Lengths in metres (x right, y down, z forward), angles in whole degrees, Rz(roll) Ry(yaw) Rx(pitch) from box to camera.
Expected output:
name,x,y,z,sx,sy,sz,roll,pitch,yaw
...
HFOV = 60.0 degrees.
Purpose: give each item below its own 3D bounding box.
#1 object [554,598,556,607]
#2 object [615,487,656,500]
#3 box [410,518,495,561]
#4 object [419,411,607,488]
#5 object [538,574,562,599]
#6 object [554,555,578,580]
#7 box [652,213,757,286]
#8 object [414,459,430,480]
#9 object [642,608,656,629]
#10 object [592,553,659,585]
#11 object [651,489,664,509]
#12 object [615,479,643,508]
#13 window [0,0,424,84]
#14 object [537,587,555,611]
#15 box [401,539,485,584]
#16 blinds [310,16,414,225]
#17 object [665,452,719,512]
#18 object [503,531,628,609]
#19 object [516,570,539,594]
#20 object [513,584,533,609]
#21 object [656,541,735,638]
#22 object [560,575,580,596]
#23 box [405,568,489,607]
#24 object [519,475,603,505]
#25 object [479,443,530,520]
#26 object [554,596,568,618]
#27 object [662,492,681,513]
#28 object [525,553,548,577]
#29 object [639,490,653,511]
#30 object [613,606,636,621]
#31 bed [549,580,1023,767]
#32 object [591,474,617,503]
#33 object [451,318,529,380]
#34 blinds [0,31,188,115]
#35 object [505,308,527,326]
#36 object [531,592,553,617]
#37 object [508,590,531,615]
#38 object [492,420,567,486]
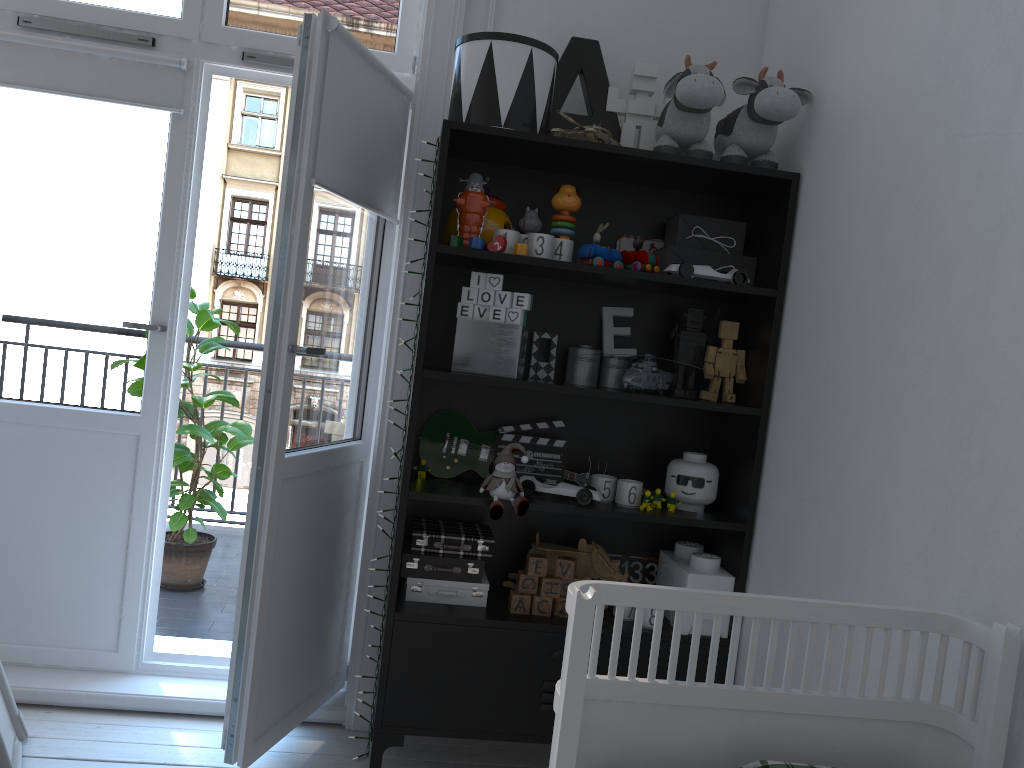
name,x,y,z,sx,sy,sz,roll,pitch,yaw
object,0.144,0.584,2.400,0.050,0.050,0.050,7,2,-7
object,0.333,0.304,2.515,0.163,0.034,0.069,7,2,-7
box,-0.164,0.418,2.385,0.216,0.062,0.179,7,2,-7
object,0.004,0.216,2.497,0.542,0.239,0.093,7,3,-7
object,0.099,0.531,2.333,0.050,0.050,0.050,7,2,-7
object,0.143,0.486,2.350,0.050,0.050,0.050,7,2,13
box,0.535,-0.360,2.449,0.251,0.189,0.179,7,2,-7
object,-0.243,0.230,2.391,0.042,0.054,0.031,7,2,3
object,0.363,0.604,2.334,0.067,0.067,0.067,7,2,7
object,0.291,0.557,2.582,0.347,0.120,0.034,7,3,-7
object,0.387,0.306,2.364,0.042,0.054,0.031,7,2,-7
object,0.310,0.291,2.353,0.067,0.067,0.067,7,2,7
window,-0.862,-1.290,2.539,1.263,0.660,0.101,7,3,-7
object,0.086,0.578,2.388,0.050,0.050,0.050,7,2,-7
box,-0.190,0.476,2.384,0.216,0.062,0.179,7,2,-7
blinds,-0.374,-0.659,2.330,0.032,0.391,0.565,7,2,13
object,0.492,0.268,2.425,0.139,0.162,0.139,5,3,-32
object,0.155,0.517,2.473,0.337,0.186,0.111,7,2,8
object,0.041,0.524,2.346,0.050,0.050,0.050,7,2,-7
object,0.028,0.571,2.382,0.050,0.050,0.050,7,2,-7
object,0.496,0.550,2.428,0.132,0.199,0.267,7,2,-7
object,0.149,0.536,2.367,0.050,0.050,0.050,7,2,-7
box,-0.178,0.539,2.389,0.216,0.062,0.179,7,2,-7
object,0.126,0.279,2.338,0.230,0.048,0.098,8,2,18
object,-0.011,0.240,2.202,0.110,0.186,0.129,6,3,-20
object,0.144,0.587,2.342,0.050,0.050,0.050,8,3,23
object,0.420,0.311,2.338,0.042,0.054,0.031,9,3,38
object,0.065,0.477,2.338,0.050,0.050,0.050,7,2,-7
object,0.351,0.304,2.306,0.031,0.054,0.042,9,3,43
object,0.308,0.595,2.382,0.067,0.067,0.067,7,2,7
bed,0.433,0.758,0.695,0.670,0.833,1.403,7,2,-7
object,0.246,0.282,2.392,0.067,0.067,0.067,7,2,7
object,-0.056,-0.090,2.289,0.170,0.138,0.124,7,2,8
blinds,-1.213,-0.883,2.500,0.565,0.158,0.032,7,3,-7
object,0.011,-0.169,2.241,0.040,0.040,0.040,8,3,23
object,0.078,0.579,2.333,0.050,0.050,0.050,7,2,-2
object,0.020,0.572,2.326,0.050,0.050,0.050,7,2,-7
object,0.051,0.191,2.475,0.201,0.199,0.048,7,3,-7
